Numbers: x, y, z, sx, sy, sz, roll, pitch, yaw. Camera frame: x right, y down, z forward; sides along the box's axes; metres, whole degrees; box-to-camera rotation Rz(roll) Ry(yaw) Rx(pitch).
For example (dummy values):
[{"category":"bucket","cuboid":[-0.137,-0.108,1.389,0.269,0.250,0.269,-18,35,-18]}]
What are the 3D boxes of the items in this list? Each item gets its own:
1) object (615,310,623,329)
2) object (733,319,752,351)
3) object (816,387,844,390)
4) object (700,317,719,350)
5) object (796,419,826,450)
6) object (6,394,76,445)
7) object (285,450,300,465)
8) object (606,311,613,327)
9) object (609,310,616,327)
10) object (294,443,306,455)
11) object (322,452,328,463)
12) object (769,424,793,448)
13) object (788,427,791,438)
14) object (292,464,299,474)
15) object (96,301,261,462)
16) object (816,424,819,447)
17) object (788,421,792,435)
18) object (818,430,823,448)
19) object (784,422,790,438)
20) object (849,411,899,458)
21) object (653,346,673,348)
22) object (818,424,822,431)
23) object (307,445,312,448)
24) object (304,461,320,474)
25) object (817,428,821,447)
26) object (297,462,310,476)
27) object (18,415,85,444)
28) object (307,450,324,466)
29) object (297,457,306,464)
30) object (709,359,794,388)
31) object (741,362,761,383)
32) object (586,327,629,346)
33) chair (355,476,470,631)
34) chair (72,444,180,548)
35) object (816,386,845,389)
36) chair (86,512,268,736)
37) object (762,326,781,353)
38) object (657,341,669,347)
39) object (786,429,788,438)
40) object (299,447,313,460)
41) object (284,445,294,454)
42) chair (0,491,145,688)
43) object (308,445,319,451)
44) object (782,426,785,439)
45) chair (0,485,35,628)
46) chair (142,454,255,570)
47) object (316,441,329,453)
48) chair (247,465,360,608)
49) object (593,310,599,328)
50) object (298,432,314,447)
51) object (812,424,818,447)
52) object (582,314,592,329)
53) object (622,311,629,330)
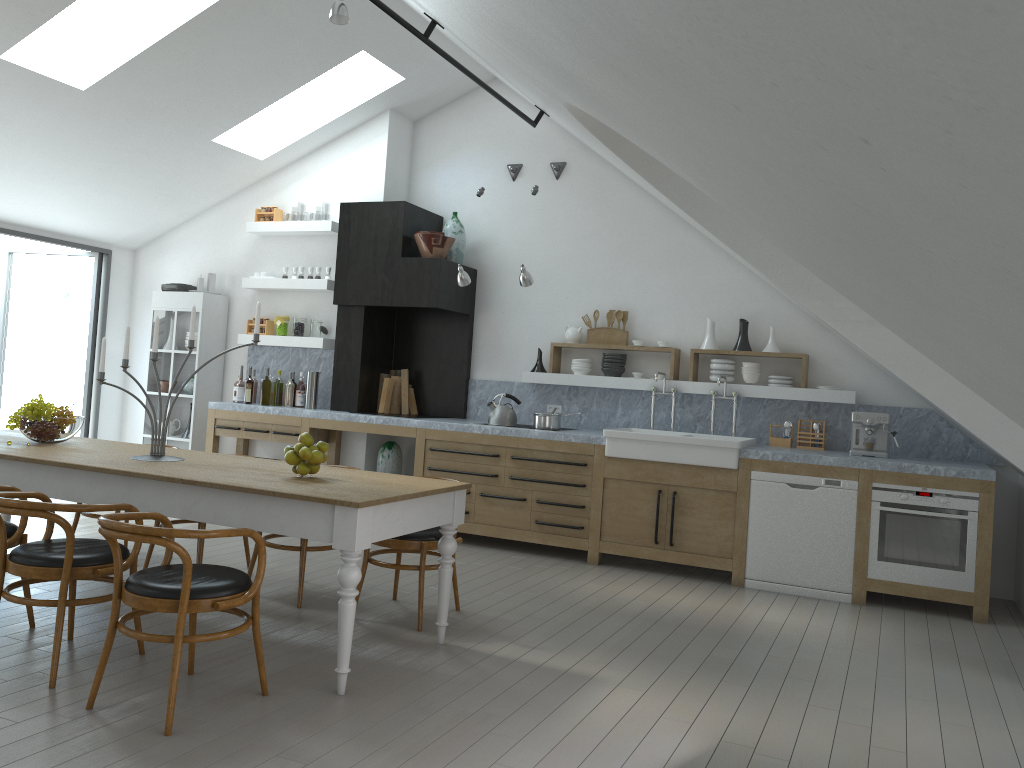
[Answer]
[{"category":"object","cuboid":[0.911,-0.479,7.550,0.068,0.298,0.039,3,-2,24]},{"category":"object","cuboid":[1.857,-0.393,7.116,0.156,0.268,0.156,3,-1,28]},{"category":"object","cuboid":[2.449,0.042,6.827,0.213,0.025,0.213,4,0,11]},{"category":"object","cuboid":[1.618,-0.408,7.225,0.156,0.268,0.156,4,-1,12]},{"category":"object","cuboid":[2.308,0.390,6.830,0.200,0.223,0.104,3,-1,24]},{"category":"object","cuboid":[-2.661,0.196,5.048,0.292,0.284,0.393,4,-1,-12]},{"category":"object","cuboid":[-1.042,0.350,4.202,0.070,0.072,0.071,4,-1,-12]},{"category":"object","cuboid":[0.829,-0.486,7.606,0.061,0.299,0.040,3,-2,21]},{"category":"object","cuboid":[0.852,-0.484,7.574,0.057,0.299,0.019,3,-2,24]},{"category":"object","cuboid":[-1.006,0.307,4.206,0.053,0.057,0.058,3,-1,38]},{"category":"object","cuboid":[-0.913,0.355,4.259,0.053,0.053,0.051,4,-1,15]},{"category":"object","cuboid":[2.099,0.402,6.910,0.173,0.171,0.100,3,-1,25]},{"category":"object","cuboid":[2.138,0.399,6.846,0.019,0.179,0.044,4,-2,8]},{"category":"object","cuboid":[-1.031,0.407,4.256,0.051,0.050,0.049,3,-1,27]},{"category":"object","cuboid":[-1.747,-0.039,4.636,0.775,0.876,0.265,4,-2,-2]},{"category":"object","cuboid":[2.339,0.403,6.784,0.020,0.196,0.018,5,-2,-44]},{"category":"object","cuboid":[2.144,0.387,6.889,0.042,0.192,0.040,5,-2,-29]},{"category":"object","cuboid":[2.365,0.414,6.795,0.044,0.179,0.019,4,-2,1]},{"category":"object","cuboid":[2.124,0.386,6.845,0.042,0.192,0.040,5,-2,-30]},{"category":"object","cuboid":[2.602,0.367,6.357,0.324,0.320,0.386,3,-1,24]},{"category":"object","cuboid":[1.256,-0.303,7.381,0.164,0.012,0.163,4,0,41]},{"category":"object","cuboid":[2.352,0.401,6.820,0.042,0.192,0.040,4,-2,-17]},{"category":"object","cuboid":[-1.000,0.315,4.306,0.072,0.071,0.066,4,-1,-7]},{"category":"object","cuboid":[-0.964,0.397,4.270,0.078,0.074,0.080,4,-1,-21]},{"category":"object","cuboid":[2.350,0.404,6.783,0.022,0.196,0.019,3,-2,25]},{"category":"object","cuboid":[-0.988,0.403,4.200,0.064,0.063,0.063,3,-1,35]},{"category":"object","cuboid":[-2.642,0.261,5.064,0.360,0.160,0.360,4,0,4]},{"category":"object","cuboid":[-0.934,0.351,4.208,0.077,0.076,0.076,4,-1,-9]},{"category":"object","cuboid":[-1.029,0.368,4.304,0.059,0.056,0.059,4,-1,18]},{"category":"object","cuboid":[1.907,-0.084,7.060,0.657,0.196,0.197,4,-1,23]},{"category":"object","cuboid":[1.898,-0.087,7.037,0.154,0.160,0.158,4,-1,-38]},{"category":"object","cuboid":[0.819,-0.407,7.594,0.354,0.158,0.084,4,-1,24]},{"category":"chair","cuboid":[-0.540,0.913,4.965,0.527,0.735,0.620,3,-1,20]},{"category":"chair","cuboid":[-2.525,0.782,5.852,0.527,0.735,0.620,3,-1,24]},{"category":"object","cuboid":[2.450,0.033,6.827,0.213,0.025,0.213,4,0,11]},{"category":"chair","cuboid":[-1.284,0.864,3.394,0.527,0.735,0.620,3,-1,27]},{"category":"object","cuboid":[2.065,-0.354,7.033,0.156,0.218,0.156,4,-1,5]},{"category":"object","cuboid":[1.257,-0.326,7.382,0.098,0.049,0.098,4,0,21]},{"category":"object","cuboid":[2.131,0.389,6.862,0.018,0.196,0.023,3,-2,19]},{"category":"object","cuboid":[-0.968,0.326,4.164,0.062,0.063,0.063,4,-1,-14]},{"category":"object","cuboid":[-1.059,0.328,4.261,0.072,0.064,0.071,4,-1,17]},{"category":"chair","cuboid":[-1.917,0.822,3.748,0.527,0.735,0.620,3,-1,19]},{"category":"object","cuboid":[-0.953,0.319,4.249,0.053,0.051,0.053,4,-1,-5]},{"category":"object","cuboid":[2.105,0.397,6.865,0.044,0.179,0.019,4,-2,-11]},{"category":"chair","cuboid":[-2.576,0.778,4.056,0.527,0.735,0.620,3,-1,24]},{"category":"chair","cuboid":[-1.887,0.824,5.505,0.527,0.735,0.620,3,-1,20]},{"category":"object","cuboid":[-0.916,0.305,4.286,0.062,0.059,0.062,3,-1,24]},{"category":"chair","cuboid":[-1.197,0.870,5.266,0.527,0.735,0.620,3,-1,27]},{"category":"object","cuboid":[0.720,-0.493,7.654,0.055,0.299,0.027,3,-2,24]},{"category":"object","cuboid":[-0.989,0.268,4.259,0.072,0.074,0.072,3,-1,24]},{"category":"object","cuboid":[2.323,0.399,6.781,0.042,0.192,0.040,4,-2,-16]},{"category":"object","cuboid":[0.684,-0.478,7.666,0.199,0.259,0.016,3,-2,34]},{"category":"object","cuboid":[0.952,-0.476,7.552,0.057,0.294,0.030,3,-2,24]}]
